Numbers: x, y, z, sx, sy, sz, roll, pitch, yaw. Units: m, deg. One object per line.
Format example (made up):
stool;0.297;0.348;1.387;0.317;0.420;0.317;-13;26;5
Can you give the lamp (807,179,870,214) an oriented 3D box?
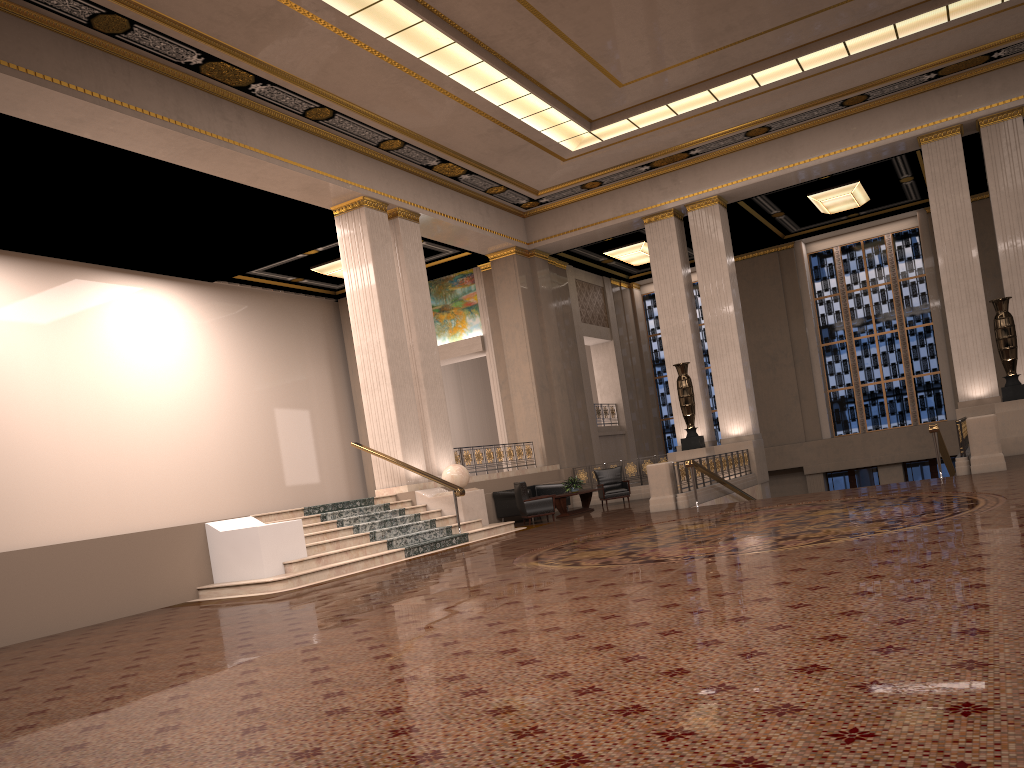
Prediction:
lamp;7.957;-4.466;21.376;1.177;0.214;2.009;-12;-7;28

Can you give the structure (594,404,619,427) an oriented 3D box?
structure;2.564;0.885;24.907;0.031;0.667;2.147;-8;-5;28

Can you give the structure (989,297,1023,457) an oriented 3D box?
structure;8.927;-0.138;15.761;0.705;2.790;0.695;-9;0;29

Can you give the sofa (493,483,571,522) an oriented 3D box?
sofa;0.478;2.520;18.799;0.882;0.706;1.915;-11;-6;28

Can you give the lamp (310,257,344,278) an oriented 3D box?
lamp;-3.684;-2.773;20.674;1.730;0.214;1.163;-12;-7;28

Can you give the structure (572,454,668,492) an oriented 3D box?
structure;2.624;2.145;20.954;2.556;0.654;0.032;-12;-1;29

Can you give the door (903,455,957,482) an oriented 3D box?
door;11.585;3.333;23.881;1.503;2.726;0.154;-9;0;29

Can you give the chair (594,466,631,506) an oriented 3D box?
chair;2.256;2.280;19.715;0.646;0.844;0.720;-8;-2;-7

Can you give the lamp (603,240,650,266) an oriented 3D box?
lamp;3.405;-3.503;23.925;1.177;0.214;2.009;-12;-7;28

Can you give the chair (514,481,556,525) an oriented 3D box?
chair;0.443;2.264;16.981;0.714;0.844;0.651;-8;-2;-11

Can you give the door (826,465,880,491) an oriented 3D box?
door;9.777;3.716;24.893;1.503;2.726;0.154;-9;0;29

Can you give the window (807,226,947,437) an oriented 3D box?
window;10.211;-1.380;24.730;3.010;5.361;0.069;-9;0;29

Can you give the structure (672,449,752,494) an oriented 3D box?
structure;3.959;1.622;16.913;0.080;0.536;4.917;-8;-5;29

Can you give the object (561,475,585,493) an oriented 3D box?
object;1.262;2.060;18.200;0.521;0.376;0.507;-7;-4;-29

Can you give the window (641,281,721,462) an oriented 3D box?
window;5.795;-0.445;27.203;3.010;5.361;0.069;-9;0;29

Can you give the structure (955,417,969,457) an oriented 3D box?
structure;7.622;0.847;14.861;0.080;0.536;4.918;-8;-5;28

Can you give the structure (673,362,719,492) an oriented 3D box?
structure;3.796;0.948;18.635;0.705;2.790;0.695;-9;0;29

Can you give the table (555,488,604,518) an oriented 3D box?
table;1.292;2.484;18.352;0.846;0.435;1.469;-11;-6;28

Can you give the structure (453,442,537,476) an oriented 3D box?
structure;-0.353;1.634;19.244;0.032;0.623;3.680;-8;-5;28
